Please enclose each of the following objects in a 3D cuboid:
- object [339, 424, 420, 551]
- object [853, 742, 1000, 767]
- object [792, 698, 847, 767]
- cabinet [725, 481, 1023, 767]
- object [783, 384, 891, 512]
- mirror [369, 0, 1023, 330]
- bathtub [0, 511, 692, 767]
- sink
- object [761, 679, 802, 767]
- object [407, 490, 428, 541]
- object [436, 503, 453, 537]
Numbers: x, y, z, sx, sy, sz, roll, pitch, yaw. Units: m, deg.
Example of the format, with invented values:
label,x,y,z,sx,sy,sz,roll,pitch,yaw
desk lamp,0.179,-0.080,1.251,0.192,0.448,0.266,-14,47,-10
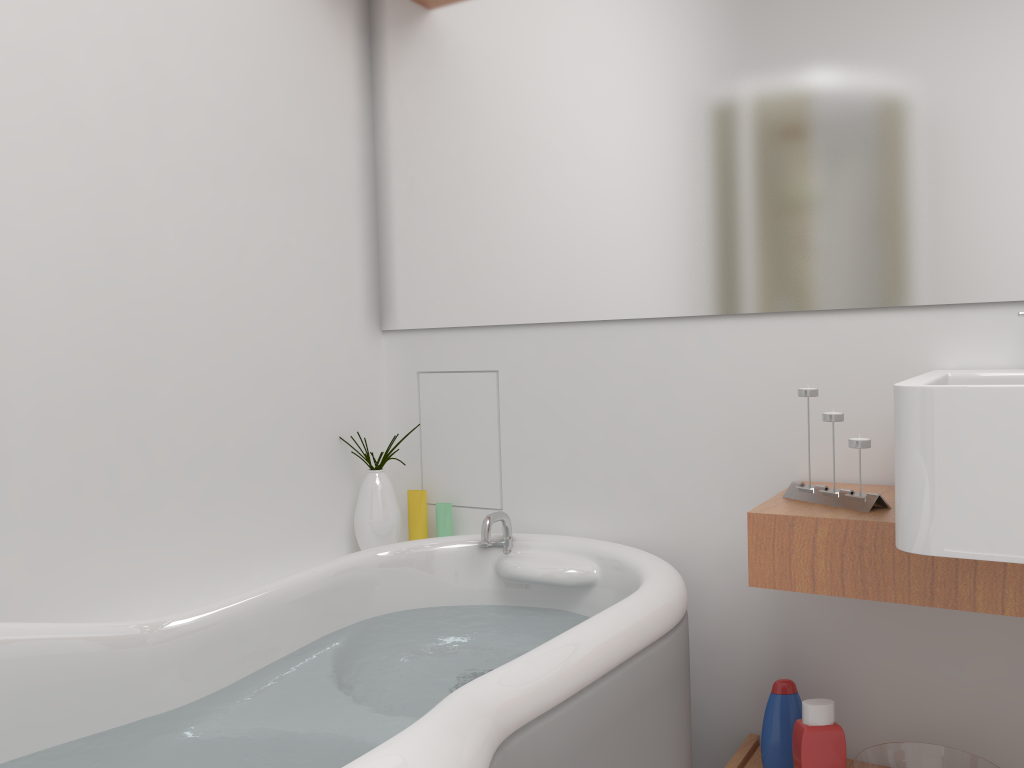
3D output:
label,x,y,z,sx,sy,sz,roll,pitch,yaw
object,-0.309,0.265,2.121,0.215,0.326,0.154,-3,3,-28
object,0.700,0.694,1.475,0.245,0.090,0.245,-2,2,3
object,0.526,0.645,1.518,0.079,0.207,0.046,-2,2,-4
cabinet,1.094,0.555,1.246,1.635,0.719,0.355,0,3,31
object,0.545,0.103,1.503,0.059,0.203,0.182,-3,3,-28
mirror,0.752,-0.587,1.598,2.600,0.887,0.022,0,3,31
bathtub,-0.339,0.631,1.249,1.055,0.674,1.863,0,3,31
sink,0.917,0.195,1.225,0.657,0.673,0.552,0,3,31
object,0.511,0.647,1.661,0.092,0.190,0.044,-2,2,-2
object,-0.234,0.345,2.206,0.047,0.162,0.047,-3,3,-33
object,-0.165,0.357,2.165,0.038,0.133,0.038,-3,3,-25
